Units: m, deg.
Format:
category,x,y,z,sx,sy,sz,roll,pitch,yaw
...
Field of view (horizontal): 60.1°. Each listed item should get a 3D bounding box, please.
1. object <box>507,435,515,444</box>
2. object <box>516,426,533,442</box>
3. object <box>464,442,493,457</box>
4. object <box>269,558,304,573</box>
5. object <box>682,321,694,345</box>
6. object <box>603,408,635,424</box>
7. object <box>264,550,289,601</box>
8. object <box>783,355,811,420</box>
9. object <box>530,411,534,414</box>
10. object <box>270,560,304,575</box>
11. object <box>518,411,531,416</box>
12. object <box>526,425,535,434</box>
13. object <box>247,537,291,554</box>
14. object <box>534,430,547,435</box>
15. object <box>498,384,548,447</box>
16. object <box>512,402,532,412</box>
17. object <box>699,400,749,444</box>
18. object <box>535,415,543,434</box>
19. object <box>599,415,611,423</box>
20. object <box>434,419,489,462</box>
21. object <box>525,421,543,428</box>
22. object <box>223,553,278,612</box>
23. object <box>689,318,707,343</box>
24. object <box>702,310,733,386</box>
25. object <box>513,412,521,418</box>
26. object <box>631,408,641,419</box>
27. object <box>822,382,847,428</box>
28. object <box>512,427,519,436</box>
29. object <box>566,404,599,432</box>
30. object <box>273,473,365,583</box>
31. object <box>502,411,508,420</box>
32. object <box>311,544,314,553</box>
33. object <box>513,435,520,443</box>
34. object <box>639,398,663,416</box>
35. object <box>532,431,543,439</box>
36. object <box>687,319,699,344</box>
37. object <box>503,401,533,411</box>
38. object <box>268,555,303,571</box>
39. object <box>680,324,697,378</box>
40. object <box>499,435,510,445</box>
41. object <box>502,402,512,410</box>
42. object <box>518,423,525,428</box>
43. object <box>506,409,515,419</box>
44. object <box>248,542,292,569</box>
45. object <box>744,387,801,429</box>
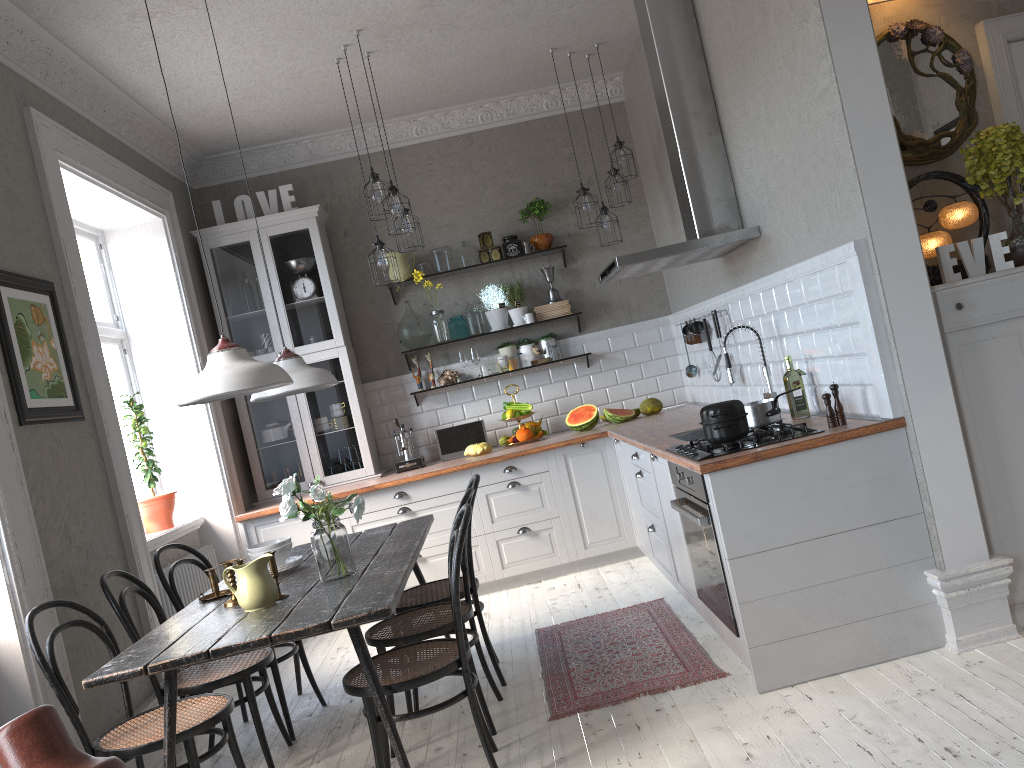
category,x,y,z,sx,sy,sz,roll,pitch,yaw
object,0.004,0.388,6.186,0.084,0.057,0.089,-13,0,29
object,0.082,0.343,6.084,0.115,0.111,0.109,-13,0,-35
object,-0.232,0.445,6.021,0.197,0.083,0.189,-13,0,-2
object,-0.985,0.769,3.686,0.242,0.027,0.233,-13,0,-35
object,1.156,-0.333,5.721,0.108,0.161,0.137,-13,0,10
object,0.741,0.205,6.031,0.227,0.127,0.146,-13,0,-20
object,-0.834,0.674,3.121,0.059,0.167,0.060,-13,1,11
object,1.256,0.012,3.895,0.090,0.282,0.081,-13,1,-2
object,0.126,0.199,6.221,0.052,0.050,0.049,-13,0,7
object,-0.983,0.778,3.686,0.235,0.027,0.240,-13,0,15
object,0.088,0.211,6.188,0.077,0.062,0.099,-13,0,-29
object,0.117,0.323,6.162,0.087,0.078,0.089,-13,0,24
object,-1.000,0.706,3.684,0.181,0.094,0.178,-13,0,-12
object,0.154,0.352,6.278,0.213,0.044,0.055,-13,0,35
object,0.037,0.211,6.206,0.356,0.425,0.347,-13,0,-18
object,0.068,0.157,6.250,0.178,0.096,0.089,-13,0,17
object,0.820,0.146,3.418,0.193,0.147,0.190,-13,0,-23
object,0.182,0.286,6.231,0.060,0.120,0.127,-13,0,22
object,0.722,0.239,6.301,0.198,0.067,0.103,-13,0,3
object,-0.348,0.398,6.216,0.352,0.226,0.088,-13,1,-4
object,0.154,0.286,6.236,0.128,0.056,0.059,-13,0,-11
object,-0.886,0.684,3.035,0.153,0.170,0.133,-13,1,-41
object,1.153,-0.332,5.466,0.107,0.161,0.138,-13,0,15
object,1.169,-0.198,5.097,0.081,0.443,0.328,-13,0,-1
object,0.034,0.221,6.151,0.064,0.061,0.066,-13,0,-3
object,0.839,0.209,6.212,0.204,0.073,0.117,-13,0,-39
object,1.219,0.078,3.362,0.073,0.167,0.036,-13,1,-3
object,0.052,0.338,6.279,0.077,0.076,0.156,-13,0,24
object,0.483,0.239,6.065,0.233,0.174,0.220,-13,0,19
object,-0.685,0.512,3.253,0.313,0.414,0.250,-13,1,-4
object,-0.024,0.227,6.207,0.097,0.078,0.100,-13,0,-16
object,-0.783,0.685,3.741,0.123,0.119,0.129,-13,0,13
object,0.020,0.393,6.203,0.070,0.076,0.226,-13,0,-20
object,0.969,0.157,6.171,0.208,0.119,0.129,-13,0,-40
object,0.176,0.357,6.157,0.069,0.051,0.088,-13,0,-45
object,1.160,-0.334,5.593,0.108,0.161,0.136,-13,0,0
object,0.039,0.153,6.180,0.210,0.101,0.067,-13,0,3
object,-0.987,0.761,3.685,0.234,0.027,0.240,-13,0,20
object,1.180,-0.228,5.983,0.077,0.379,0.082,-13,1,-2
object,-0.037,0.393,6.220,0.075,0.072,0.154,-13,0,27
object,-0.030,0.147,6.180,0.074,0.058,0.050,-13,0,-26
object,0.081,0.321,6.273,0.086,0.093,0.086,-13,0,-7
object,-0.011,0.209,6.133,0.058,0.069,0.080,-13,0,17
object,-0.995,0.726,3.685,0.181,0.094,0.178,-13,0,-12
object,1.079,0.094,3.664,0.298,0.134,0.178,-13,0,32
